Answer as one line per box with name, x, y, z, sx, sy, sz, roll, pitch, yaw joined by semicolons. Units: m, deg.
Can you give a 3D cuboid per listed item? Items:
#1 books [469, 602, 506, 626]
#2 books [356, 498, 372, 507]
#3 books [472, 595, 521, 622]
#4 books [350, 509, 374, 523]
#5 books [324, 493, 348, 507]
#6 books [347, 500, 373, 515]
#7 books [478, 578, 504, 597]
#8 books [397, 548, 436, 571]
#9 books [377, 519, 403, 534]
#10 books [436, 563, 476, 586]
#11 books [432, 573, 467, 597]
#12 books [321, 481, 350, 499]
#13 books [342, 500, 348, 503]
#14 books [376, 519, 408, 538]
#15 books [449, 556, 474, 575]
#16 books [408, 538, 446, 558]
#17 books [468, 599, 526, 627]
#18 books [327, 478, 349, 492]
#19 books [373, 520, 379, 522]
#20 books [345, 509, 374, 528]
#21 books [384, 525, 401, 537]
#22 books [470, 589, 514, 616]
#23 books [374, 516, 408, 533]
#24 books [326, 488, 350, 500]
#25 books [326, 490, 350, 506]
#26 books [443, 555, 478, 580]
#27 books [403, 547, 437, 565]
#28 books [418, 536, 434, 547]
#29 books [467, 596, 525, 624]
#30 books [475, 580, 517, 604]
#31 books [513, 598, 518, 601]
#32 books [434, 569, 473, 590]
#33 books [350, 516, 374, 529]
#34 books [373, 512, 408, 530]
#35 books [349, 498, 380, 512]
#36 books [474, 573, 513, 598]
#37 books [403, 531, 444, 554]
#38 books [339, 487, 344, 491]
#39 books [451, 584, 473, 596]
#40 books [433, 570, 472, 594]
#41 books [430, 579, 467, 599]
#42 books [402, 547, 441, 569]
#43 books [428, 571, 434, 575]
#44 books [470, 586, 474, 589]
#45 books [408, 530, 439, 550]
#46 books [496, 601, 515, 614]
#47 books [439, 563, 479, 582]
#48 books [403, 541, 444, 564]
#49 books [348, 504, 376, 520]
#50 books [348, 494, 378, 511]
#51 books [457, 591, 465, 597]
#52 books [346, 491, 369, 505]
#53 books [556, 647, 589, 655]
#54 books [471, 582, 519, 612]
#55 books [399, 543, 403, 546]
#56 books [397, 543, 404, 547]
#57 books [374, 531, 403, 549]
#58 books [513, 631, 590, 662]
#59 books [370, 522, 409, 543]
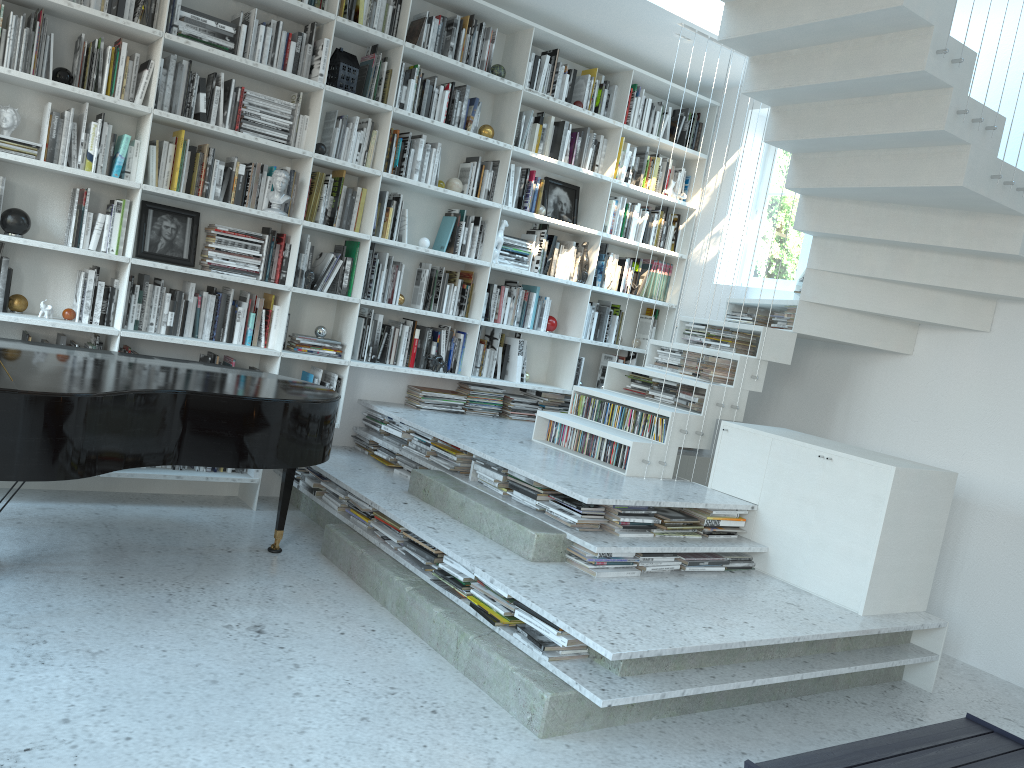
books;-0.036;0.902;3.484;0.191;0.016;0.208;8;5;-31
books;-0.690;0.585;4.474;0.174;0.011;0.227;7;5;-37
books;-0.016;0.879;3.492;0.170;0.006;0.267;8;5;-36
books;-0.700;0.667;4.485;0.165;0.012;0.204;8;5;-36
books;-0.880;0.621;4.735;0.172;0.014;0.220;8;5;-35
books;-0.701;0.624;4.476;0.169;0.009;0.241;7;6;-40
books;-0.010;0.797;3.478;0.178;0.010;0.195;8;5;-31
books;-0.371;0.785;3.974;0.189;0.009;0.290;8;5;-33
books;-0.520;0.676;4.230;0.169;0.009;0.241;8;5;-36
books;-0.185;0.801;3.729;0.171;0.007;0.260;8;5;-33
books;-0.190;0.846;3.736;0.171;0.005;0.297;7;5;-37
books;-0.876;0.567;4.726;0.180;0.015;0.293;7;5;-38
books;-0.867;0.602;4.740;0.147;0.012;0.205;8;5;-35
books;-0.518;0.685;4.233;0.155;0.009;0.297;8;5;-35
books;-0.167;0.749;3.731;0.139;0.013;0.287;8;5;-31
books;-0.343;0.732;3.982;0.142;0.017;0.239;7;6;-40
books;-0.025;0.891;3.489;0.178;0.009;0.276;7;5;-38
books;-0.862;0.540;4.729;0.159;0.006;0.284;8;5;-34
books;-0.687;0.659;4.492;0.123;0.008;0.293;8;5;-33
books;-0.706;0.678;4.484;0.159;0.012;0.292;7;6;-39
books;-0.513;0.697;4.239;0.140;0.013;0.180;8;5;-35
books;-0.021;0.854;3.483;0.191;0.015;0.245;8;5;-35
books;-0.524;0.664;4.224;0.165;0.014;0.235;7;6;-41
books;-0.877;0.585;4.729;0.171;0.020;0.193;8;5;-32
books;-0.867;0.612;4.742;0.149;0.007;0.299;8;5;-36
books;-0.169;0.769;3.734;0.141;0.028;0.222;7;6;-41
books;-0.360;0.768;3.978;0.177;0.011;0.219;8;5;-34
books;-0.337;0.690;3.977;0.160;0.008;0.238;8;5;-35
books;-0.029;0.883;3.484;0.191;0.006;0.274;8;5;-34
books;-0.005;0.814;3.485;0.175;0.006;0.251;8;5;-36
books;0.005;0.808;3.491;0.133;0.008;0.284;7;6;-40
books;-0.194;0.820;3.728;0.189;0.013;0.214;7;5;-38
books;-0.706;0.699;4.488;0.157;0.014;0.180;7;6;-39
books;-0.524;0.651;4.221;0.179;0.012;0.249;7;6;-39
books;-0.704;0.611;4.471;0.182;0.016;0.198;8;5;-31
books;-0.008;0.784;3.477;0.182;0.016;0.256;8;5;-33
books;-0.349;0.707;3.973;0.170;0.014;0.280;7;6;-39
books;-0.854;0.553;4.738;0.130;0.018;0.255;8;5;-33
books;-0.188;0.839;3.736;0.159;0.009;0.275;8;5;-33
books;-0.191;0.830;3.732;0.180;0.008;0.267;7;5;-37
books;-0.205;0.857;3.728;0.193;0.005;0.224;7;6;-40
books;-0.355;0.779;3.984;0.147;0.008;0.290;7;6;-40
books;-0.358;0.804;3.988;0.142;0.012;0.290;8;5;-32
books;-0.173;0.811;3.740;0.145;0.010;0.266;7;5;-37
books;-0.335;0.698;3.980;0.157;0.007;0.268;8;5;-36
books;-0.009;0.846;3.490;0.150;0.004;0.290;8;5;-32
books;-0.185;0.789;3.727;0.180;0.017;0.182;7;6;-39
books;-0.355;0.751;3.978;0.160;0.025;0.243;7;6;-41
books;-0.701;0.647;4.480;0.159;0.011;0.245;7;6;-40
books;-0.695;0.597;4.474;0.171;0.015;0.252;7;6;-39
books;-0.188;0.853;3.739;0.148;0.008;0.236;8;5;-31
books;-0.700;0.575;4.465;0.193;0.005;0.224;7;6;-40
books;0.169;0.941;3.258;0.132;0.014;0.205;8;5;-36
books;-0.015;0.830;3.482;0.168;0.013;0.281;7;6;-41
books;-0.517;0.734;4.244;0.132;0.009;0.268;8;5;-35
books;-0.519;0.741;4.244;0.129;0.005;0.295;8;5;-34
books;-0.538;0.745;4.232;0.161;0.008;0.253;8;5;-31
books;0.142;0.954;3.242;0.184;0.017;0.230;8;5;-34
books;-0.533;0.707;4.227;0.182;0.013;0.286;8;5;-35
